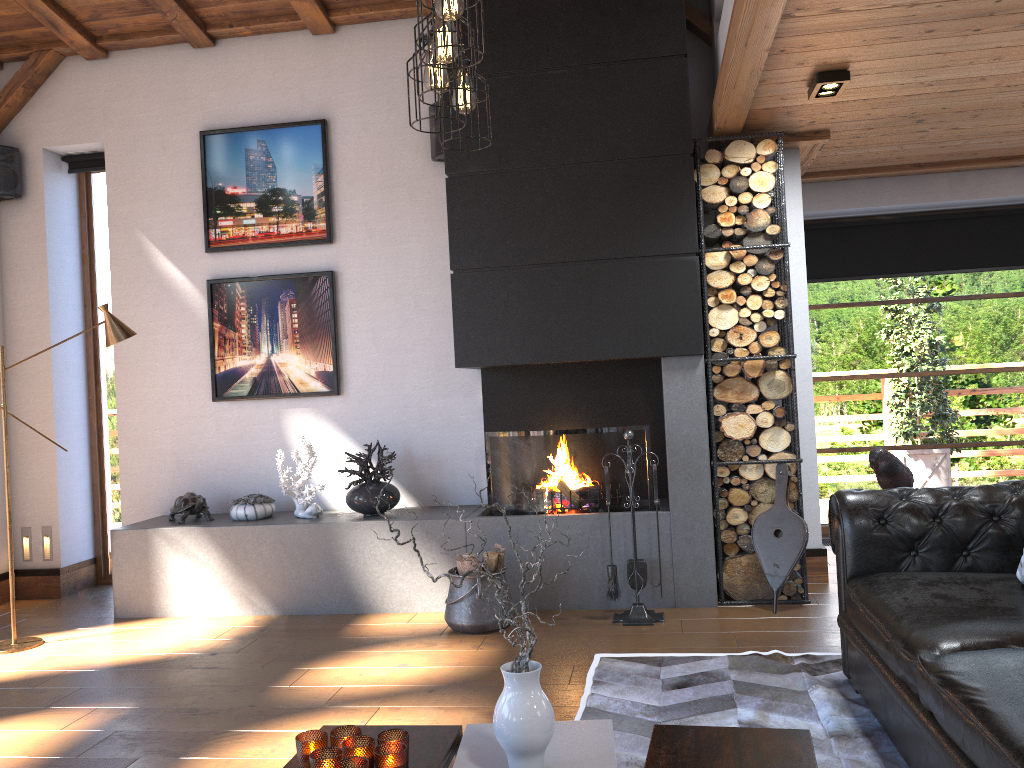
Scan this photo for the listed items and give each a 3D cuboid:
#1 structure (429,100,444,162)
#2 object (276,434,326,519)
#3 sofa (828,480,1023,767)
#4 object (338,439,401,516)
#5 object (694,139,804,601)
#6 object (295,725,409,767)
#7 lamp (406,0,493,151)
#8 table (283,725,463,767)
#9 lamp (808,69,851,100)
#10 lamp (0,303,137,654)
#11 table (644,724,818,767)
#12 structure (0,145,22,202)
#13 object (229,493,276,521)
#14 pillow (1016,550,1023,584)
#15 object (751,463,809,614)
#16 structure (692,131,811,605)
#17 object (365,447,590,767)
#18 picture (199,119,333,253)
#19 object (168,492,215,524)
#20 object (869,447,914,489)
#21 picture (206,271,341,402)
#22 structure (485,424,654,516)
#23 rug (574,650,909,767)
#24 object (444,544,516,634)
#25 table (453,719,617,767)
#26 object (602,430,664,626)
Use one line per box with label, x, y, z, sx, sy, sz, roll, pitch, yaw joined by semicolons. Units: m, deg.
structure;-0.426;-1.601;5.617;0.213;0.349;0.214;-3;-1;9
object;-1.306;0.574;5.458;0.261;0.532;0.423;-3;-1;-23
sofa;1.745;0.777;2.461;1.235;0.838;2.574;-3;0;8
object;-0.864;0.578;5.463;0.337;0.455;0.337;-3;-1;34
object;1.367;-0.079;5.188;0.492;2.612;0.468;-3;-1;8
object;-0.385;0.910;2.161;0.249;0.081;0.298;-3;0;-43
lamp;-0.256;-1.925;2.766;0.261;2.202;0.802;-3;-1;0
table;-0.377;1.125;2.140;0.399;0.350;0.652;-3;0;9
lamp;1.536;-1.457;4.303;0.155;0.068;0.262;-3;0;9
lamp;-2.719;0.491;4.837;0.522;1.899;1.336;-3;-1;30
table;0.503;1.078;2.008;0.398;0.350;0.654;-3;0;14
structure;-3.484;-1.439;6.038;0.213;0.349;0.214;-3;-1;9
object;-1.641;0.772;5.593;0.280;0.160;0.260;-3;0;11
pillow;1.855;0.461;2.937;0.282;0.469;0.531;-3;0;12
object;1.462;0.829;4.844;0.268;0.795;0.262;-3;-1;-8
structure;1.372;-0.086;5.178;0.500;2.617;0.513;-3;-1;9
object;-0.015;0.526;2.094;0.403;0.808;0.624;-3;-1;20
picture;-1.631;-1.304;5.860;0.876;0.816;0.036;-3;-1;8
object;-2.035;0.781;5.628;0.229;0.183;0.400;-3;0;-38
object;1.732;0.440;4.025;0.251;0.319;0.147;-3;-1;-40
picture;-1.578;-0.310;5.846;0.876;0.816;0.036;-3;-1;8
structure;0.323;0.520;5.185;0.979;0.514;0.184;-3;-1;8
rug;1.220;1.196;1.990;2.422;0.053;4.059;-3;0;10
object;-0.180;1.097;4.780;0.379;0.431;0.388;-3;-1;35
table;0.059;1.102;2.105;0.399;0.350;0.651;-3;0;4
object;0.653;0.755;4.759;0.311;1.018;0.304;-2;-1;-36
